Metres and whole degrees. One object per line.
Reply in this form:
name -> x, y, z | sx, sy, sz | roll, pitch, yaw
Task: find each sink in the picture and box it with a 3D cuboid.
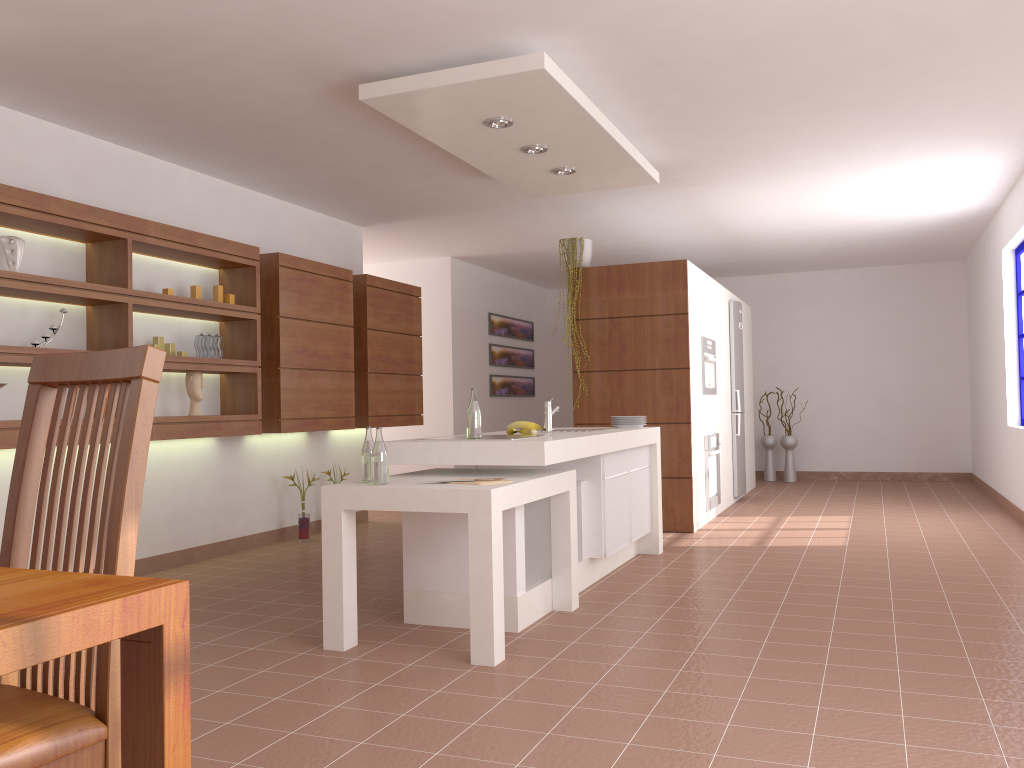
sink -> 0.318, 0.269, 5.223 | 0.404, 0.368, 0.668 | -2, -2, 22

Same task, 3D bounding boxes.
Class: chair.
chair -> -0.849, 0.469, 1.317 | 0.444, 1.063, 0.574 | -2, -2, 32

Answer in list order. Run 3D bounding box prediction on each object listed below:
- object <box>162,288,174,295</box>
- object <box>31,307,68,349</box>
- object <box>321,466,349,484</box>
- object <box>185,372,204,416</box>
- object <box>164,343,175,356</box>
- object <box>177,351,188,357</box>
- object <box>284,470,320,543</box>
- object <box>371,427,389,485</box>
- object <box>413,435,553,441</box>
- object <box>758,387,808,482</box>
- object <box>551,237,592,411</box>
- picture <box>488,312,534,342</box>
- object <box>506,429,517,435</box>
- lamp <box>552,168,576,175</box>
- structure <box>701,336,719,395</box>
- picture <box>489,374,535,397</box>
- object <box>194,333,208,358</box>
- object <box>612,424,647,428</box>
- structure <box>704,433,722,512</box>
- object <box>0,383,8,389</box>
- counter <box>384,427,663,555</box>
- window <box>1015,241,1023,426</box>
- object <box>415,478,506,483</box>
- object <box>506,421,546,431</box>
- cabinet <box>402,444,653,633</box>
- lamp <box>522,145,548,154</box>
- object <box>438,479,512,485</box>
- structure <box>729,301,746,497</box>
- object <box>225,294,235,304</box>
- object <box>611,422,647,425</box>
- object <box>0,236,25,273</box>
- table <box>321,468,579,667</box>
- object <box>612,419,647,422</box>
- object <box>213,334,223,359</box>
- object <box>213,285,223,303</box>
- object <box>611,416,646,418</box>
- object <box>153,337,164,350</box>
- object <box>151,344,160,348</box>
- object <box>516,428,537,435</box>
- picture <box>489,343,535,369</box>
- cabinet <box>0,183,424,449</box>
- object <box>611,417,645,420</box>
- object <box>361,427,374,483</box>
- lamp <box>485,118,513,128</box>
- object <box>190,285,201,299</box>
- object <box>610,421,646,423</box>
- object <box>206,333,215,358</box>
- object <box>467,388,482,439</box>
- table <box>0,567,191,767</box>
object -> -1.939, -0.520, 5.000 | 0.044, 0.049, 0.044 | -2, -2, 22
object -> -2.300, -0.277, 4.406 | 0.190, 0.227, 0.136 | 0, -2, -36
object -> -1.341, 0.873, 6.805 | 0.087, 0.546, 0.296 | -2, -2, 23
object -> -1.910, 0.050, 5.329 | 0.100, 0.284, 0.100 | 0, -2, -37
object -> -2.015, -0.194, 5.225 | 0.044, 0.090, 0.044 | -2, -2, 22
object -> -1.941, -0.170, 5.220 | 0.044, 0.040, 0.044 | -2, -2, 22
object -> -1.507, 0.866, 6.392 | 0.087, 0.546, 0.296 | -2, -2, 38
object -> -0.530, 0.287, 3.548 | 0.071, 0.230, 0.071 | -1, -1, 3
object -> -0.124, 0.257, 4.265 | 0.493, 0.006, 0.551 | -2, -2, 22
object -> 3.212, 0.590, 10.395 | 0.655, 1.112, 0.284 | -2, -2, 41
object -> 0.488, -0.453, 6.844 | 0.297, 1.344, 0.279 | -1, -2, -19
picture -> 0.007, -0.672, 10.645 | 0.015, 0.248, 1.408 | -2, -2, 22
object -> -0.003, 0.249, 4.646 | 0.060, 0.033, 0.207 | -1, -1, 2
lamp -> 0.313, -1.299, 5.336 | 0.143, 0.059, 0.143 | 0, -2, -40
structure -> 1.630, -0.144, 7.222 | 0.056, 0.454, 0.614 | -2, -2, 22
picture -> 0.021, 0.028, 10.628 | 0.015, 0.248, 1.408 | -2, -2, 22
object -> -1.897, -0.229, 5.409 | 0.054, 0.165, 0.065 | -2, -2, 38
object -> 0.733, 0.264, 5.568 | 0.228, 0.020, 0.228 | -1, -1, 4
structure -> 1.642, 0.705, 7.206 | 0.058, 0.592, 0.596 | -2, -2, 22
object -> -2.401, 0.084, 4.070 | 0.159, 0.171, 0.159 | 0, -2, -32
counter -> 0.170, 0.668, 4.823 | 0.821, 0.800, 2.156 | -2, -2, 22
window -> 3.800, -0.391, 6.400 | 0.035, 1.430, 1.699 | -2, -2, 22
object -> -0.206, 0.387, 3.561 | 0.375, 0.008, 0.041 | -1, -1, -11
object -> 0.074, 0.219, 4.612 | 0.207, 0.055, 0.047 | -1, -1, -1
cabinet -> 0.153, 0.717, 4.768 | 0.737, 0.700, 2.048 | -2, -2, 22
lamp -> 0.125, -1.307, 4.874 | 0.143, 0.059, 0.143 | 0, -2, -40
object -> -0.149, 0.393, 3.566 | 0.266, 0.006, 0.168 | -2, -2, 39
structure -> 2.203, 0.136, 8.585 | 0.089, 1.862, 0.604 | -2, -2, 22
object -> -1.759, -0.522, 5.523 | 0.044, 0.070, 0.044 | -2, -2, 22
object -> 0.733, 0.254, 5.568 | 0.228, 0.020, 0.228 | -1, -1, 4
object -> -2.374, -0.605, 4.214 | 0.103, 0.197, 0.071 | -1, -1, -17
table -> -0.222, 0.728, 3.843 | 0.737, 0.647, 1.003 | -2, -2, 22
object -> 0.733, 0.234, 5.568 | 0.228, 0.020, 0.228 | -1, -1, 4
object -> -1.833, -0.228, 5.493 | 0.054, 0.165, 0.065 | -2, -2, 38
object -> -1.815, -0.547, 5.477 | 0.044, 0.120, 0.044 | -2, -2, 22
object -> 0.733, 0.213, 5.569 | 0.228, 0.020, 0.228 | -1, -1, 4
object -> -2.036, -0.211, 5.106 | 0.044, 0.120, 0.044 | -2, -2, 22
object -> -2.028, -0.188, 5.033 | 0.044, 0.070, 0.044 | -2, -2, 22
object -> 0.084, 0.246, 4.583 | 0.060, 0.033, 0.207 | -1, -2, -23
picture -> 0.014, -0.322, 10.636 | 0.015, 0.248, 1.408 | -2, -2, 22
cabinet -> -2.018, -0.270, 5.675 | 0.754, 1.200, 4.718 | -2, -2, 22
object -> 0.733, 0.223, 5.569 | 0.228, 0.020, 0.228 | -1, -1, 4
object -> -0.593, 0.292, 3.680 | 0.071, 0.230, 0.071 | -1, -1, 3
lamp -> -0.065, -1.315, 4.406 | 0.143, 0.059, 0.143 | -1, -1, 5
object -> -1.875, -0.540, 5.257 | 0.044, 0.099, 0.044 | -2, -2, 22
object -> 0.733, 0.244, 5.568 | 0.228, 0.020, 0.228 | -1, -1, 4
object -> -1.865, -0.229, 5.451 | 0.054, 0.165, 0.065 | -2, -2, 38
object -> -0.174, 0.135, 4.064 | 0.071, 0.230, 0.071 | -1, -1, 3
table -> -1.400, 0.633, 1.025 | 1.800, 0.740, 0.900 | -2, -2, 22
